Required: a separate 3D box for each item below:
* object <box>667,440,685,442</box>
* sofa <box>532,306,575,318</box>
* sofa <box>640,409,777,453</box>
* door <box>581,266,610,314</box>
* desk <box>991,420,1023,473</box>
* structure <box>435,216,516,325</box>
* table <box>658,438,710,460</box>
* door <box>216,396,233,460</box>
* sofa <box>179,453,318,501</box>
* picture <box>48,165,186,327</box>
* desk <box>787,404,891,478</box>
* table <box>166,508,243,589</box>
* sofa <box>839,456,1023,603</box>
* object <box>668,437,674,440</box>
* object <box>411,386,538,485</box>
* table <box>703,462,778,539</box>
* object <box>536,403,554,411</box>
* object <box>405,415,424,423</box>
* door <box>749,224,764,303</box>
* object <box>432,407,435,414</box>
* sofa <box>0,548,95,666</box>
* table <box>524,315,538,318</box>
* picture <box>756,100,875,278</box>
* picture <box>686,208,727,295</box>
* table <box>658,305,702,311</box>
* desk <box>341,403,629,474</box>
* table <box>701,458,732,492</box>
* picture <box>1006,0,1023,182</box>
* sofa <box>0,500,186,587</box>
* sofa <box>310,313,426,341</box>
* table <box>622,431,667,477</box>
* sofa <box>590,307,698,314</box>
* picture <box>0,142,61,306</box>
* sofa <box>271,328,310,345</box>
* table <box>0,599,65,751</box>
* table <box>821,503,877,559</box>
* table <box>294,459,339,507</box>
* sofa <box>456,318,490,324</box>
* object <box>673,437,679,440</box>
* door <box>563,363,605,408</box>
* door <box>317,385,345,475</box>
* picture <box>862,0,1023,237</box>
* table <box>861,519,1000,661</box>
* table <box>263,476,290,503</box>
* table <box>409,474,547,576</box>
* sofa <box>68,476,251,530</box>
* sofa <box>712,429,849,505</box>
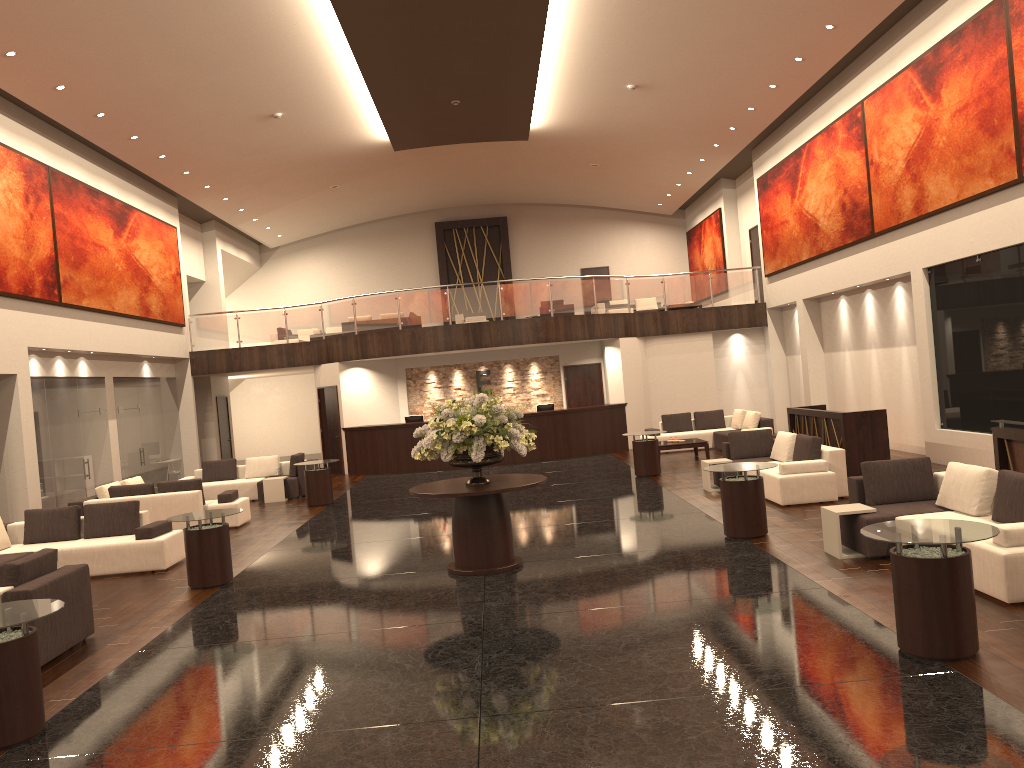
[{"bbox_3d":[3.479,1.214,18.793,0.437,0.040,0.154,-5,1,45],"label":"object"},{"bbox_3d":[1.219,-2.120,28.076,1.291,0.862,2.846,-5,0,-1],"label":"sofa"},{"bbox_3d":[4.349,1.098,19.687,2.586,0.862,3.366,-5,0,-1],"label":"sofa"},{"bbox_3d":[3.004,-2.983,31.134,0.990,2.232,0.104,-5,0,-1],"label":"door"},{"bbox_3d":[5.625,0.932,8.888,0.760,1.114,1.634,-5,0,-1],"label":"desk"},{"bbox_3d":[-1.251,-3.619,30.945,2.524,4.236,0.187,-5,0,-1],"label":"structure"},{"bbox_3d":[3.512,1.419,18.841,1.100,0.380,1.100,-5,0,-1],"label":"table"},{"bbox_3d":[-8.128,1.460,25.083,0.104,2.232,0.990,-5,0,-1],"label":"door"},{"bbox_3d":[-5.509,1.966,18.311,2.846,0.862,1.291,-5,0,-1],"label":"sofa"},{"bbox_3d":[-8.322,-2.684,19.172,0.070,2.526,6.485,-5,0,-1],"label":"picture"},{"bbox_3d":[5.517,0.935,15.152,0.700,1.043,2.606,-5,0,-1],"label":"desk"},{"bbox_3d":[-3.440,1.874,10.038,0.833,0.795,0.844,-5,1,-40],"label":"table"},{"bbox_3d":[4.017,1.206,8.057,1.291,0.862,2.846,-5,0,-1],"label":"sofa"},{"bbox_3d":[3.420,1.183,19.052,0.119,0.106,0.119,-5,0,22],"label":"object"},{"bbox_3d":[-0.445,0.540,9.700,1.402,1.097,1.453,-5,1,45],"label":"object"},{"bbox_3d":[2.652,1.343,10.173,0.833,0.795,0.844,-5,1,-40],"label":"table"},{"bbox_3d":[0.837,0.737,21.818,0.483,0.485,0.189,-5,0,-26],"label":"object"},{"bbox_3d":[-2.392,1.018,21.839,0.483,0.485,0.189,-5,0,14],"label":"object"},{"bbox_3d":[6.862,-3.275,24.711,0.104,2.232,0.990,-5,0,-1],"label":"door"},{"bbox_3d":[-1.844,0.694,21.318,0.163,0.390,0.165,-5,0,6],"label":"object"},{"bbox_3d":[-5.270,2.017,7.735,2.846,0.862,1.291,-5,0,-1],"label":"sofa"},{"bbox_3d":[0.599,-1.857,27.280,0.400,0.460,0.400,-5,0,-1],"label":"table"},{"bbox_3d":[6.483,-3.975,19.500,0.070,2.526,6.485,-5,0,-1],"label":"picture"},{"bbox_3d":[6.275,-4.020,28.734,0.070,2.526,4.515,-5,0,-1],"label":"picture"},{"bbox_3d":[5.127,-2.211,27.048,1.100,0.380,1.100,-5,0,-1],"label":"table"},{"bbox_3d":[-0.623,1.360,21.792,7.146,1.171,1.674,-5,0,0],"label":"desk"},{"bbox_3d":[3.245,1.436,14.000,0.400,0.460,0.400,-5,0,-1],"label":"table"},{"bbox_3d":[6.709,-3.927,9.472,0.070,2.526,4.515,-5,0,-1],"label":"picture"},{"bbox_3d":[-5.618,2.029,10.347,2.586,0.862,3.366,-5,0,-1],"label":"sofa"},{"bbox_3d":[-4.382,-1.628,27.453,3.366,0.862,2.586,-5,0,-1],"label":"sofa"},{"bbox_3d":[2.508,1.312,16.563,0.833,0.795,0.844,-5,0,38],"label":"table"},{"bbox_3d":[4.290,-2.387,28.119,3.366,0.862,2.586,-5,0,-1],"label":"sofa"},{"bbox_3d":[-8.198,-2.658,13.661,0.070,2.526,4.515,-5,0,-1],"label":"picture"},{"bbox_3d":[-6.011,-1.496,28.917,3.366,0.862,2.586,-5,0,-1],"label":"sofa"},{"bbox_3d":[-3.314,1.892,5.717,0.833,0.795,0.844,-5,1,-40],"label":"table"},{"bbox_3d":[3.362,1.461,8.828,0.400,0.460,0.400,-5,0,-1],"label":"table"},{"bbox_3d":[-3.584,1.843,16.428,0.833,0.795,0.844,-5,0,38],"label":"table"},{"bbox_3d":[-1.099,-1.918,28.150,1.291,0.862,2.846,-5,0,-1],"label":"sofa"},{"bbox_3d":[3.505,1.177,18.923,0.119,0.106,0.119,-5,0,-19],"label":"object"},{"bbox_3d":[1.919,0.597,23.091,0.990,2.232,0.104,-5,0,-1],"label":"door"},{"bbox_3d":[-4.581,1.169,22.461,0.104,2.232,0.990,-5,1,-41],"label":"door"},{"bbox_3d":[6.607,-3.949,13.989,0.070,2.526,4.515,-5,0,-1],"label":"picture"},{"bbox_3d":[2.777,1.361,5.852,0.833,0.795,0.844,-5,1,-40],"label":"table"},{"bbox_3d":[-4.696,2.102,17.672,0.400,0.460,0.400,-5,0,-1],"label":"table"},{"bbox_3d":[-0.331,1.543,9.705,1.498,0.921,1.498,-5,0,-10],"label":"table"},{"bbox_3d":[-5.756,2.005,15.695,2.586,0.862,3.366,-5,0,-1],"label":"sofa"},{"bbox_3d":[3.901,1.181,13.230,1.291,0.862,2.846,-5,0,-1],"label":"sofa"}]
